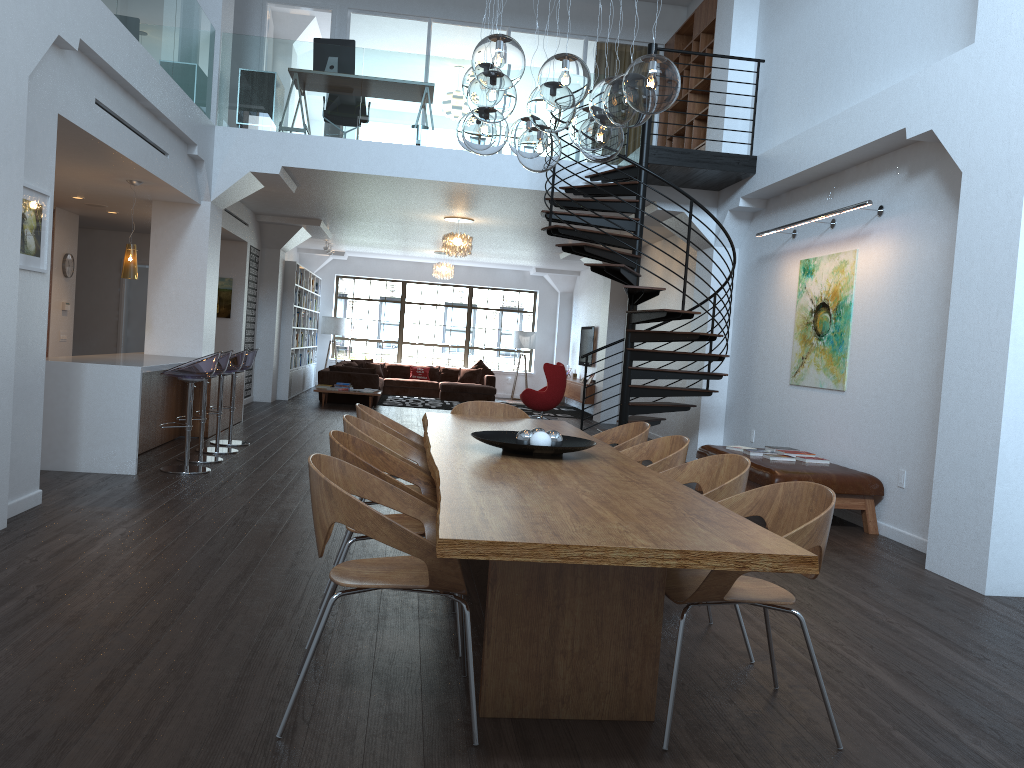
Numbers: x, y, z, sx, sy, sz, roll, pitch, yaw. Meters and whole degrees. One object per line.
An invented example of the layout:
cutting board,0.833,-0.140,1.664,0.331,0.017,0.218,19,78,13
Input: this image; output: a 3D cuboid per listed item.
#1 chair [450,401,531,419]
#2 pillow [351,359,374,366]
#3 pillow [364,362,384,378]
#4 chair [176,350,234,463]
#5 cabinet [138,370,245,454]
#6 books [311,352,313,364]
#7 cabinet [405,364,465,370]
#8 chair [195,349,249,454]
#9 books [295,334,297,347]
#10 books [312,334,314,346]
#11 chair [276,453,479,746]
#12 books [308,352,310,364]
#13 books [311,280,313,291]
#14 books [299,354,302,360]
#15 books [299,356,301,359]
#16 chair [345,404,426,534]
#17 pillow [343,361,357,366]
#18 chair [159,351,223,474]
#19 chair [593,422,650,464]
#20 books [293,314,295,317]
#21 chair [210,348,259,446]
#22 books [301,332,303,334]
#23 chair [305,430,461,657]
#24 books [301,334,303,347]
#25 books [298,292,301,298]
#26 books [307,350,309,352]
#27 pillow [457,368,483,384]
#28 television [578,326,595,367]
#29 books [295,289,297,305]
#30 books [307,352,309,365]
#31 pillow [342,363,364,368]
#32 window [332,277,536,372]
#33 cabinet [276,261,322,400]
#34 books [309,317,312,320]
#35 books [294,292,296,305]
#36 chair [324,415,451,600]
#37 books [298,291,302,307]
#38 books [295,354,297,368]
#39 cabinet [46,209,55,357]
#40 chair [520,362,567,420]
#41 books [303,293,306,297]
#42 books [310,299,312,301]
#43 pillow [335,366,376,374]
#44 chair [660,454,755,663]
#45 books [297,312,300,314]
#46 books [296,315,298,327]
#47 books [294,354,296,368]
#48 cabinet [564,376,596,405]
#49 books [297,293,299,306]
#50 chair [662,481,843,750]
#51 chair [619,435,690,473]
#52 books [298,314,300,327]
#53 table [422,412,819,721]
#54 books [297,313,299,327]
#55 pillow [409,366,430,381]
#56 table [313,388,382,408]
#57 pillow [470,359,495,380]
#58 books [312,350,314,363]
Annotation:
chair,-0.151,0.553,6.084,0.629,0.833,0.618,4,3,-12
pillow,-3.201,-0.343,19.229,0.580,0.418,0.334,2,3,-34
pillow,-3.002,-0.307,19.157,0.489,0.337,0.238,2,3,-37
chair,-2.790,0.182,8.012,0.481,1.014,0.530,4,3,-9
cabinet,-3.668,0.167,9.234,0.898,0.796,4.493,4,3,-7
books,-4.402,-0.572,19.112,0.189,0.247,0.057,4,3,-7
cabinet,-1.831,-0.092,20.350,1.520,0.625,0.350,4,3,-7
chair,-2.847,0.150,8.646,0.481,1.014,0.530,4,3,-9
books,-4.050,-0.803,16.335,0.171,0.246,0.057,4,3,-7
books,-4.373,-0.951,19.098,0.183,0.253,0.042,4,3,-7
chair,-0.412,0.670,2.972,0.618,0.833,0.629,4,3,-7
books,-4.315,-0.540,18.462,0.183,0.253,0.034,4,3,-7
books,-4.203,-2.026,18.292,0.171,0.246,0.057,4,3,-7
books,-4.198,-0.473,17.384,0.140,0.231,0.042,4,3,-7
books,-4.168,-0.441,17.160,0.139,0.191,0.036,4,3,-7
chair,-0.662,0.551,5.267,0.618,0.833,0.629,4,3,-9
pillow,-3.136,-0.251,17.610,0.325,0.391,0.625,5,3,10
chair,-2.689,0.217,7.388,0.481,1.014,0.530,4,3,-5
chair,0.512,0.629,5.402,0.617,0.830,0.629,4,3,-7
books,-3.949,-1.138,15.784,0.140,0.231,0.042,4,3,-7
chair,-2.920,0.117,9.271,0.481,1.014,0.530,4,3,-5
books,-4.141,-0.866,17.116,0.176,0.290,0.036,4,3,-7
chair,-0.501,0.630,3.734,0.618,0.833,0.629,4,3,-7
books,-4.129,-0.845,17.084,0.183,0.253,0.034,4,3,-7
books,-4.035,-1.581,16.488,0.198,0.284,0.049,4,3,-7
books,-4.327,-0.561,18.494,0.176,0.290,0.036,4,3,-7
pillow,-0.930,-0.187,19.427,0.542,0.362,0.248,5,3,14
television,1.526,-0.775,18.227,0.013,0.816,1.324,4,3,-7
books,-3.915,-1.543,15.760,0.176,0.290,0.053,4,3,-7
books,-4.298,-0.531,18.301,0.183,0.253,0.034,4,3,-7
pillow,-2.862,-0.192,16.205,0.559,0.411,0.269,6,3,39
window,-1.804,-1.379,20.834,4.648,1.905,0.114,4,3,-7
cabinet,-4.304,-1.049,17.597,0.461,2.414,4.500,4,3,-7
books,-4.275,-1.284,18.571,0.140,0.231,0.042,4,3,-7
books,-3.903,-1.507,15.602,0.172,0.235,0.112,4,3,-7
chair,-0.589,0.591,4.491,0.618,0.833,0.629,4,3,-7
books,-4.024,-1.585,16.542,0.176,0.291,0.053,4,3,-7
books,-4.085,-0.433,16.405,0.183,0.253,0.042,4,3,-7
cabinet,-5.560,-0.764,8.034,0.598,2.499,5.299,4,3,-7
chair,0.552,0.101,15.565,0.801,1.006,0.798,5,3,18
books,-4.101,-1.620,17.205,0.176,0.290,0.053,4,3,-7
books,-4.254,-1.659,18.501,0.140,0.231,0.042,4,3,-7
pillow,-2.797,-0.134,15.947,0.750,0.364,0.289,4,3,-8
chair,0.703,0.711,3.884,0.618,0.833,0.629,4,3,-7
books,-4.046,-1.207,16.533,0.176,0.294,0.102,4,3,-7
books,-3.999,-1.154,16.172,0.161,0.223,0.027,4,3,-7
books,-4.080,-0.431,16.319,0.180,0.259,0.042,4,3,-7
cabinet,1.298,0.086,18.310,0.459,0.350,4.501,4,3,-7
books,-3.990,-1.545,16.193,0.171,0.246,0.039,4,3,-7
chair,0.780,0.751,3.109,0.618,0.833,0.629,4,3,-7
chair,0.595,0.670,4.640,0.618,0.833,0.629,4,3,-5
books,-4.026,-1.175,16.400,0.174,0.239,0.045,4,3,-7
table,0.071,0.694,4.176,1.012,0.750,3.803,4,3,-7
books,-4.015,-1.176,16.300,0.182,0.253,0.034,4,3,-7
pillow,-2.019,-0.231,19.418,0.465,0.308,0.220,4,3,-11
table,-2.802,0.242,15.175,1.100,0.271,0.853,4,3,-7
pillow,-0.739,-0.264,19.611,0.651,0.587,0.335,3,3,-28
books,-4.435,-0.608,19.378,0.176,0.290,0.053,4,3,-7
